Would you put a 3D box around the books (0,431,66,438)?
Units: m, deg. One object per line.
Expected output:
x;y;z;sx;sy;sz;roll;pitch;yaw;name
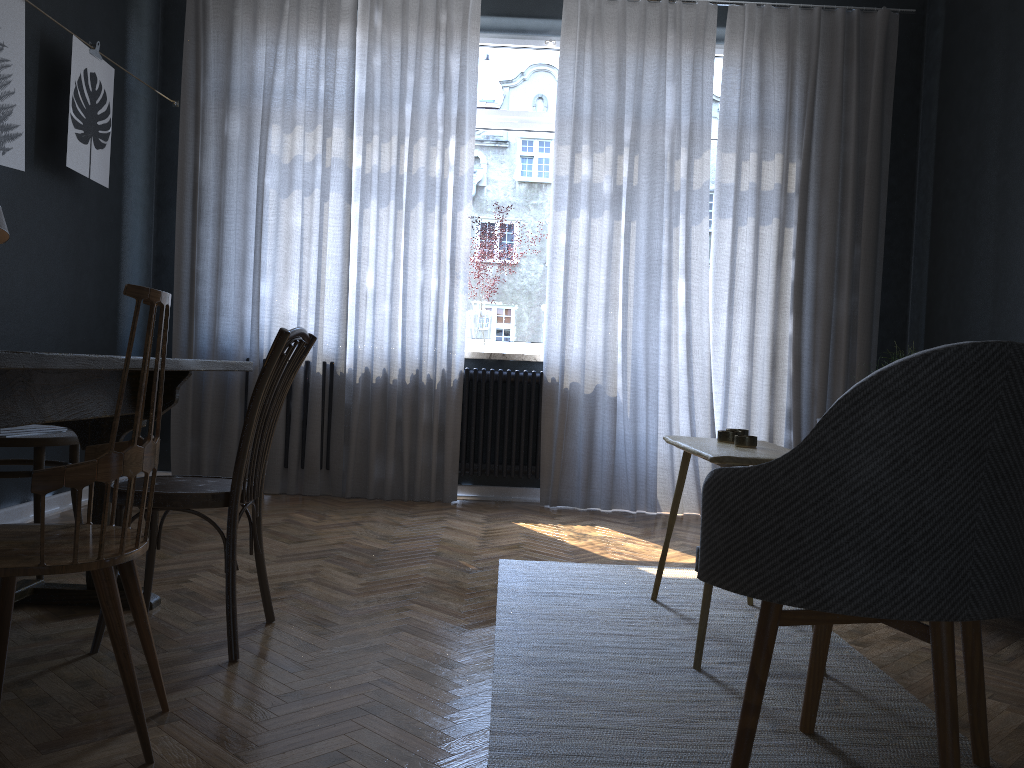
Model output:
-1.684;0.162;2.957;0.218;0.008;0.304;3;1;7;books

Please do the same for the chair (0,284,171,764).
-0.838;0.245;1.644;0.384;0.857;0.455;2;1;-15;chair

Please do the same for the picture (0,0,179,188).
-1.893;-1.180;2.771;0.058;0.771;4.455;3;1;0;picture

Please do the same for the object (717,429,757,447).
0.676;0.161;2.689;0.103;0.033;0.369;3;1;10;object

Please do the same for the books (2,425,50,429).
-1.687;0.134;2.956;0.218;0.008;0.288;3;1;13;books

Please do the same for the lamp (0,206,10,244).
-1.724;-0.046;2.830;0.799;1.070;0.242;4;2;44;lamp

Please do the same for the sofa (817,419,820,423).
1.741;0.373;2.772;0.970;0.798;2.339;3;1;-1;sofa

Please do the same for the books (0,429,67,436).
-1.683;0.155;2.955;0.218;0.007;0.305;3;1;12;books

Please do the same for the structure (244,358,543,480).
-0.609;0.193;4.991;1.846;0.601;0.215;3;2;0;structure

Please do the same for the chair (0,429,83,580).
-1.722;0.152;2.980;0.549;0.921;0.437;3;1;-3;chair

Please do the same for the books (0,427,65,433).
-1.683;0.147;2.956;0.218;0.008;0.304;3;1;12;books

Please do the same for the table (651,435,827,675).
0.636;0.451;2.562;0.339;0.550;0.787;3;1;0;table

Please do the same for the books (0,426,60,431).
-1.682;0.140;2.954;0.218;0.013;0.304;3;1;12;books

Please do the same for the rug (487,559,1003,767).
0.453;0.718;2.434;1.003;0.013;2.010;3;1;0;rug

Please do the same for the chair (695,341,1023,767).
0.702;0.332;1.628;0.645;0.811;0.494;2;1;-22;chair

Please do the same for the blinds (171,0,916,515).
0.128;-0.729;4.905;3.992;2.790;0.312;3;2;0;blinds

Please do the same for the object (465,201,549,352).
-0.129;-0.585;4.997;0.514;0.810;0.599;2;1;-26;object

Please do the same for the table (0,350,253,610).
-1.376;0.277;1.957;1.126;0.728;1.604;3;1;0;table

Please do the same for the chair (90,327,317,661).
-0.786;0.253;2.297;0.467;0.820;0.363;3;1;-1;chair
